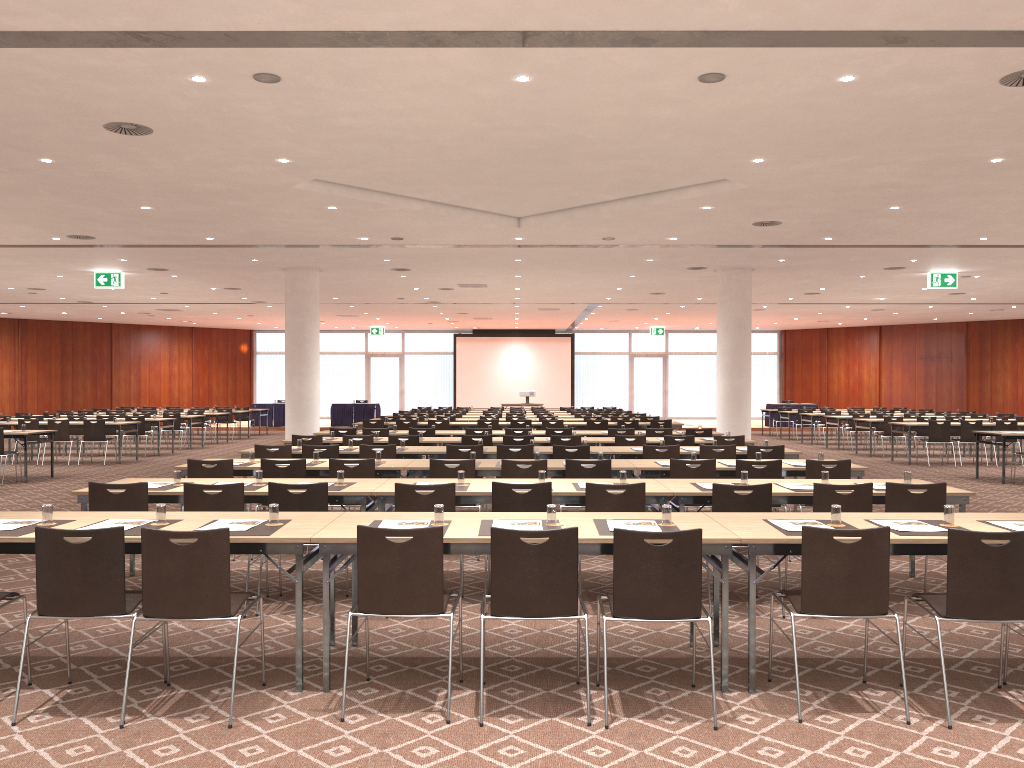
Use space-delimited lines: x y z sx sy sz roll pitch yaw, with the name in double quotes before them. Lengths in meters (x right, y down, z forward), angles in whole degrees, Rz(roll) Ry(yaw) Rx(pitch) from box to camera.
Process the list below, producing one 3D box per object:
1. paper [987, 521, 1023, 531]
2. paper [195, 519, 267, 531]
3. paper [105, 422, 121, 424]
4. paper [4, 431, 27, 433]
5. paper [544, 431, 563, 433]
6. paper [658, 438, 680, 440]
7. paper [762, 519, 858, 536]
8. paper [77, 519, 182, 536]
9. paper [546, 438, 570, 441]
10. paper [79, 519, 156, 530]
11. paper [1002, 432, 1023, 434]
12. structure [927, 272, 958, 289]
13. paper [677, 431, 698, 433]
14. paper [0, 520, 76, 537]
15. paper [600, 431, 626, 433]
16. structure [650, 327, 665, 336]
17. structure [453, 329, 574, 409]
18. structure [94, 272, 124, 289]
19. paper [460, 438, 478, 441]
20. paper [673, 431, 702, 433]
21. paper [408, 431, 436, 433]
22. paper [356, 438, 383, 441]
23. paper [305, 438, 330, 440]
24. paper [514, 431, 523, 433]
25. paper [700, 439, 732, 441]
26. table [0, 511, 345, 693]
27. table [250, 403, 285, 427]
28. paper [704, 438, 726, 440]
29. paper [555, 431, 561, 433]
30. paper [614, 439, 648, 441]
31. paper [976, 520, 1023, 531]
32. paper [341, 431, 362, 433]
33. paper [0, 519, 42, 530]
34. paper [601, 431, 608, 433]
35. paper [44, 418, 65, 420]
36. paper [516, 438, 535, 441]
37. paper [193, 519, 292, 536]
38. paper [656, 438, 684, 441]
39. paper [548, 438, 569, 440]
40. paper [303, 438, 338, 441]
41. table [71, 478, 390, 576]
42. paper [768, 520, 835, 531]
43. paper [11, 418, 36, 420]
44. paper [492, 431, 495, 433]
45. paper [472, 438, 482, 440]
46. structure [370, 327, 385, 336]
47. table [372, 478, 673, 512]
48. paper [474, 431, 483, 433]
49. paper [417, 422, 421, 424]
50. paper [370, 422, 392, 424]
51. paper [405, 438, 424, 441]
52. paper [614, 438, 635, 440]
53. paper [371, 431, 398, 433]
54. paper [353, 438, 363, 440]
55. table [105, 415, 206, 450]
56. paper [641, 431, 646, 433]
"paper" 2.936 0.810 5.031 0.283 0.006 0.398 0 0 0
"paper" -1.600 0.806 5.082 0.283 0.006 0.398 0 0 2
"paper" -8.497 0.812 18.540 0.460 0.003 0.565 0 0 1
"paper" -8.515 0.810 15.049 0.460 0.003 0.565 0 0 -3
"paper" 0.779 0.817 14.989 0.460 0.003 0.565 0 0 1
"paper" 2.316 0.813 13.057 0.283 0.006 0.398 0 0 1
"paper" 1.716 0.812 5.025 0.460 0.003 0.565 0 0 3
"paper" -2.201 0.809 5.017 0.460 0.003 0.565 0 0 3
"paper" 0.739 0.816 13.006 0.460 0.003 0.565 0 0 0
"paper" -2.261 0.805 5.081 0.283 0.006 0.398 0 0 3
"paper" 8.566 0.823 14.977 0.460 0.003 0.565 0 0 2
"structure" 9.016 -2.170 18.572 0.587 0.346 0.105 0 1 0
"paper" 2.971 0.815 15.040 0.283 0.006 0.398 0 0 -2
"paper" -2.834 0.809 4.999 0.460 0.003 0.565 0 0 3
"paper" 1.739 0.818 15.001 0.460 0.003 0.565 0 0 1
"structure" 5.980 -2.162 36.521 0.587 0.346 0.105 0 1 0
"structure" 0.082 -0.585 38.004 5.158 3.526 0.395 0 1 0
"structure" -8.464 -2.184 18.637 0.587 0.346 0.105 0 1 0
"paper" -0.531 0.815 12.990 0.460 0.003 0.565 0 0 -3
"paper" 3.008 0.819 15.005 0.460 0.003 0.565 0 0 1
"paper" -1.523 0.815 15.005 0.460 0.003 0.565 0 0 -2
"paper" -2.157 0.814 13.016 0.460 0.003 0.565 0 0 0
"paper" -2.854 0.809 13.086 0.283 0.006 0.398 0 0 3
"paper" 0.052 0.813 15.076 0.283 0.006 0.398 0 0 -1
"paper" 3.006 0.818 12.966 0.460 0.003 0.565 0 0 1
"table" -2.197 1.227 5.164 2.267 0.833 0.953 0 0 0
"table" -8.465 1.115 31.907 1.712 0.832 1.041 0 0 0
"paper" 2.998 0.814 13.058 0.283 0.006 0.398 0 0 2
"paper" 0.699 0.813 15.078 0.283 0.006 0.398 0 0 1
"paper" 1.729 0.817 12.985 0.460 0.003 0.565 0 0 -1
"paper" 2.992 0.813 5.000 0.460 0.003 0.565 0 0 0
"paper" -2.810 0.814 14.999 0.460 0.003 0.565 0 0 2
"paper" -2.902 0.805 5.086 0.283 0.006 0.398 0 0 0
"paper" 1.660 0.814 15.064 0.283 0.006 0.398 0 0 0
"paper" -10.745 0.811 20.562 0.460 0.003 0.565 0 0 1
"paper" 0.104 0.816 12.987 0.460 0.003 0.565 0 0 2
"paper" -1.534 0.810 5.004 0.460 0.003 0.565 0 0 -2
"paper" 2.396 0.817 13.011 0.460 0.003 0.565 0 0 -1
"paper" 0.684 0.812 13.057 0.283 0.006 0.398 0 0 0
"paper" -2.828 0.813 13.033 0.460 0.003 0.565 0 0 -1
"table" -2.190 1.228 7.164 2.267 0.833 0.953 0 0 0
"paper" 1.661 0.809 5.080 0.283 0.006 0.398 0 0 0
"paper" -11.415 0.811 20.545 0.460 0.003 0.565 0 0 -2
"paper" -0.544 0.816 15.002 0.460 0.003 0.565 0 0 4
"paper" -0.591 0.811 13.074 0.283 0.006 0.398 0 0 -2
"structure" -5.536 -2.172 36.564 0.587 0.346 0.105 0 1 0
"table" 0.080 1.230 7.155 2.267 0.833 0.953 0 0 0
"paper" -0.600 0.812 15.065 0.283 0.006 0.398 0 0 0
"paper" -2.141 0.817 18.505 0.460 0.003 0.565 0 0 -1
"paper" -2.777 0.816 18.500 0.460 0.003 0.565 0 0 0
"paper" -1.532 0.814 13.001 0.460 0.003 0.565 0 0 -3
"paper" 1.664 0.813 13.039 0.283 0.006 0.398 0 0 1
"paper" -2.180 0.815 15.017 0.460 0.003 0.565 0 0 -1
"paper" -2.245 0.810 13.079 0.283 0.006 0.398 0 0 1
"table" -9.129 1.231 22.689 2.267 0.833 0.953 0 0 0
"paper" 2.307 0.815 15.072 0.283 0.006 0.398 0 0 3
